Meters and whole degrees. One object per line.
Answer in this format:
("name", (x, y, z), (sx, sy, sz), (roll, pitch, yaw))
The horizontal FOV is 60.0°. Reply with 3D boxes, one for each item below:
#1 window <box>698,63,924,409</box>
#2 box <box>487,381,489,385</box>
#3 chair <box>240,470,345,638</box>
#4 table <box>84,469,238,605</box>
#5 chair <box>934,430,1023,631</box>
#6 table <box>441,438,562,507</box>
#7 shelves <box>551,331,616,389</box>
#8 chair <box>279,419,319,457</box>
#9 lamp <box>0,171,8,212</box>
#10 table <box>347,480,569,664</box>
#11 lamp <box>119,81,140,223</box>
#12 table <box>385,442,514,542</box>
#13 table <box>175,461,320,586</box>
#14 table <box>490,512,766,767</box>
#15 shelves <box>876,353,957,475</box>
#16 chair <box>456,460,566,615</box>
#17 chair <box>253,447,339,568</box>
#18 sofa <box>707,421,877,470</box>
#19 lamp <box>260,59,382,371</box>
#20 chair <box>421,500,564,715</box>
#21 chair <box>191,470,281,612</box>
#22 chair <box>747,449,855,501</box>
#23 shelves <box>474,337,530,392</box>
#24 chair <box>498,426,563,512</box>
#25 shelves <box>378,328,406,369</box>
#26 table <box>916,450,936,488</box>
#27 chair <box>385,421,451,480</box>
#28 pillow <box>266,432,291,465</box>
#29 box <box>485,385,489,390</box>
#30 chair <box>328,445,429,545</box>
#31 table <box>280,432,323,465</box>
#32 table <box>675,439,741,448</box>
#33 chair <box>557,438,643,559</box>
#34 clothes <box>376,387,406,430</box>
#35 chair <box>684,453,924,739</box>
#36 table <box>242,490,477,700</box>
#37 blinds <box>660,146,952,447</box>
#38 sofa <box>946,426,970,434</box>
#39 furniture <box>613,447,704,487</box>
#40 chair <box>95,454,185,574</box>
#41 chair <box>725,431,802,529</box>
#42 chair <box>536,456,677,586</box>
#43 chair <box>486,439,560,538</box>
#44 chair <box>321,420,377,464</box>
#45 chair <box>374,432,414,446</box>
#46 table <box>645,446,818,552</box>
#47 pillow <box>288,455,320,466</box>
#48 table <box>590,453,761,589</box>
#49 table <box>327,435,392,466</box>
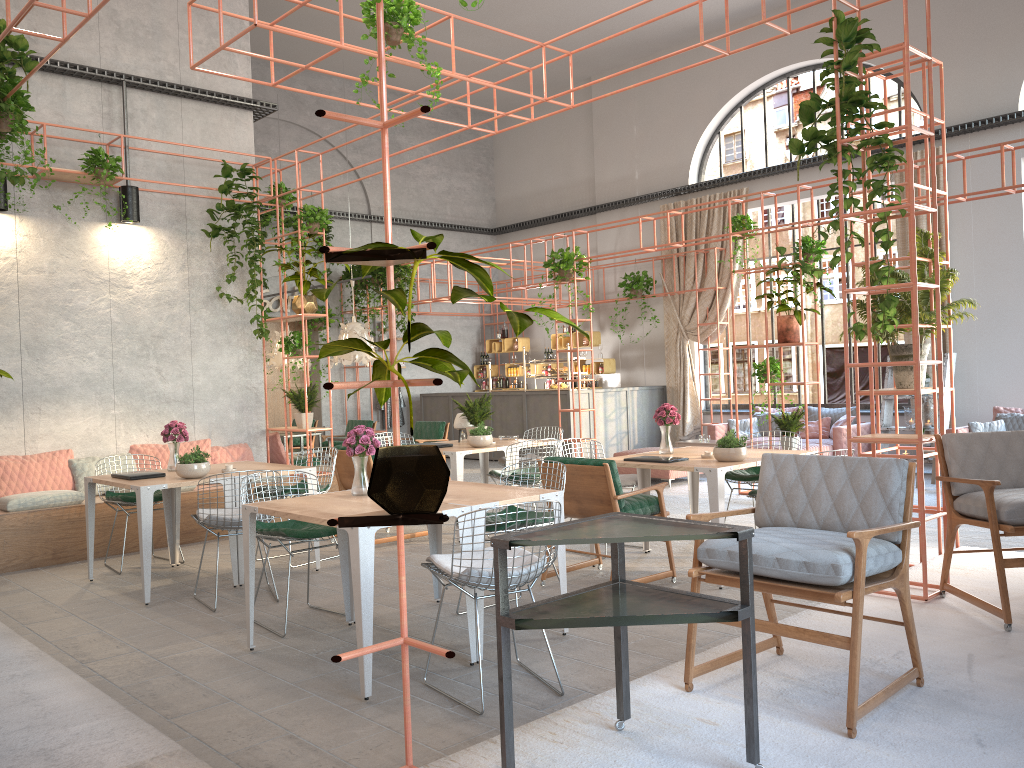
("window", (4.806, -2.359, 14.452), (0.089, 5.538, 4.127), (-3, 1, -43))
("box", (-0.481, -0.023, 18.695), (0.058, 0.093, 0.122), (-2, 1, -32))
("chair", (-1.360, 1.040, 5.645), (0.565, 0.941, 0.717), (-3, 1, -42))
("table", (-2.717, 1.126, 6.824), (0.694, 0.830, 1.205), (-3, 1, -43))
("chair", (2.691, 0.714, 4.591), (0.722, 0.914, 0.685), (-2, 0, -3))
("table", (-0.142, 1.009, 9.220), (0.694, 0.830, 1.214), (-3, 1, -43))
("shelves", (1.218, -0.060, 16.978), (0.328, 1.838, 1.750), (-3, 1, -43))
("chair", (-3.690, 1.063, 14.874), (0.685, 0.930, 0.722), (-3, 1, -43))
("lamp", (-4.802, -2.326, 8.215), (0.179, 1.425, 0.185), (-3, 1, -43))
("table", (-0.351, 1.049, 5.294), (0.694, 0.830, 1.214), (-3, 1, -43))
("lamp", (-3.917, -2.367, 9.037), (0.179, 1.425, 0.185), (-3, 1, -43))
("table", (-0.650, 1.032, 8.744), (0.694, 0.830, 1.205), (-3, 1, -43))
("table", (-2.210, 1.103, 7.300), (0.694, 0.830, 1.214), (-3, 1, -43))
("table", (0.369, 0.873, 2.839), (0.635, 0.798, 0.602), (-3, 1, -43))
("shelves", (5.565, 0.396, 12.247), (0.856, 1.618, 0.842), (-3, 1, -43))
("chair", (0.004, 0.988, 5.651), (0.565, 0.941, 0.717), (-2, 1, 43))
("chair", (-1.856, 1.042, 7.656), (0.565, 0.941, 0.717), (-2, 1, 43))
("sofa", (3.795, 0.925, 12.885), (1.960, 0.672, 2.219), (-3, 1, -43))
("lamp", (-3.353, -2.203, 12.965), (0.704, 4.052, 4.456), (-3, 1, -43))
("chair", (-0.091, 1.003, 4.290), (0.565, 0.941, 0.717), (-2, 1, -27))
("chair", (-1.951, 1.057, 6.295), (0.565, 0.941, 0.717), (-2, 1, -27))
("chair", (2.022, 0.907, 6.186), (0.565, 0.941, 0.717), (-2, 1, -27))
("shelves", (-0.088, -0.022, 18.385), (0.328, 1.838, 1.750), (-3, 1, -43))
("chair", (0.211, 0.948, 9.576), (0.565, 0.941, 0.717), (-2, 1, 43))
("shelves", (-2.359, -0.695, 17.498), (0.560, 0.790, 0.186), (-3, 1, -43))
("table", (5.290, 0.999, 10.390), (0.520, 0.455, 0.916), (-3, 1, -43))
("chair", (-1.308, 0.994, 12.306), (0.685, 0.929, 0.722), (-3, 1, -43))
("pillow", (-2.986, 0.802, 10.648), (0.839, 0.474, 0.276), (-2, 1, 38))
("box", (-0.505, 0.072, 18.666), (0.058, 0.093, 0.122), (-3, 1, -43))
("chair", (-1.252, 1.018, 8.324), (0.685, 0.917, 0.722), (-3, 1, -43))
("table", (-3.187, 1.127, 12.966), (0.635, 0.798, 0.602), (-3, 1, -43))
("table", (2.886, 1.066, 12.981), (0.520, 0.455, 0.916), (-3, 1, -43))
("chair", (0.753, 0.944, 7.542), (0.565, 0.941, 0.717), (-3, 1, -42))
("clothes", (-2.362, 0.421, 17.467), (0.366, 0.997, 0.625), (-2, 1, 27))
("chair", (1.177, 0.773, 3.579), (0.685, 0.929, 0.722), (-3, 1, -43))
("table", (-0.857, 1.072, 4.819), (0.694, 0.830, 1.205), (-3, 1, -43))
("blinds", (4.389, -1.102, 14.189), (0.414, 4.389, 4.957), (-3, 1, -42))
("sofa", (6.199, 0.854, 10.294), (1.960, 0.672, 2.219), (-3, 1, -43))
("furniture", (2.048, 1.106, 12.148), (0.941, 0.446, 0.976), (-3, 1, -43))
("chair", (-3.220, 1.094, 7.650), (0.565, 0.941, 0.717), (-3, 1, -42))
("chair", (2.117, 0.892, 7.547), (0.565, 0.941, 0.717), (-2, 1, 43))
("chair", (0.654, 0.962, 6.294), (0.685, 0.917, 0.722), (-3, 1, -43))
("chair", (0.116, 0.962, 8.215), (0.565, 0.941, 0.717), (-2, 1, -27))
("chair", (-2.512, 1.029, 13.604), (0.685, 0.930, 0.722), (-3, 1, -43))
("chair", (-1.152, 1.000, 9.570), (0.565, 0.941, 0.717), (-3, 1, -42))
("table", (1.764, 0.965, 7.192), (0.694, 0.830, 1.214), (-3, 1, -43))
("pillow", (-2.742, 0.975, 11.016), (0.491, 0.149, 0.637), (-3, 1, -42))
("table", (1.257, 0.989, 6.715), (0.694, 0.830, 1.205), (-3, 1, -43))
("table", (-1.993, 1.092, 11.679), (0.635, 0.798, 0.602), (-3, 1, -43))
